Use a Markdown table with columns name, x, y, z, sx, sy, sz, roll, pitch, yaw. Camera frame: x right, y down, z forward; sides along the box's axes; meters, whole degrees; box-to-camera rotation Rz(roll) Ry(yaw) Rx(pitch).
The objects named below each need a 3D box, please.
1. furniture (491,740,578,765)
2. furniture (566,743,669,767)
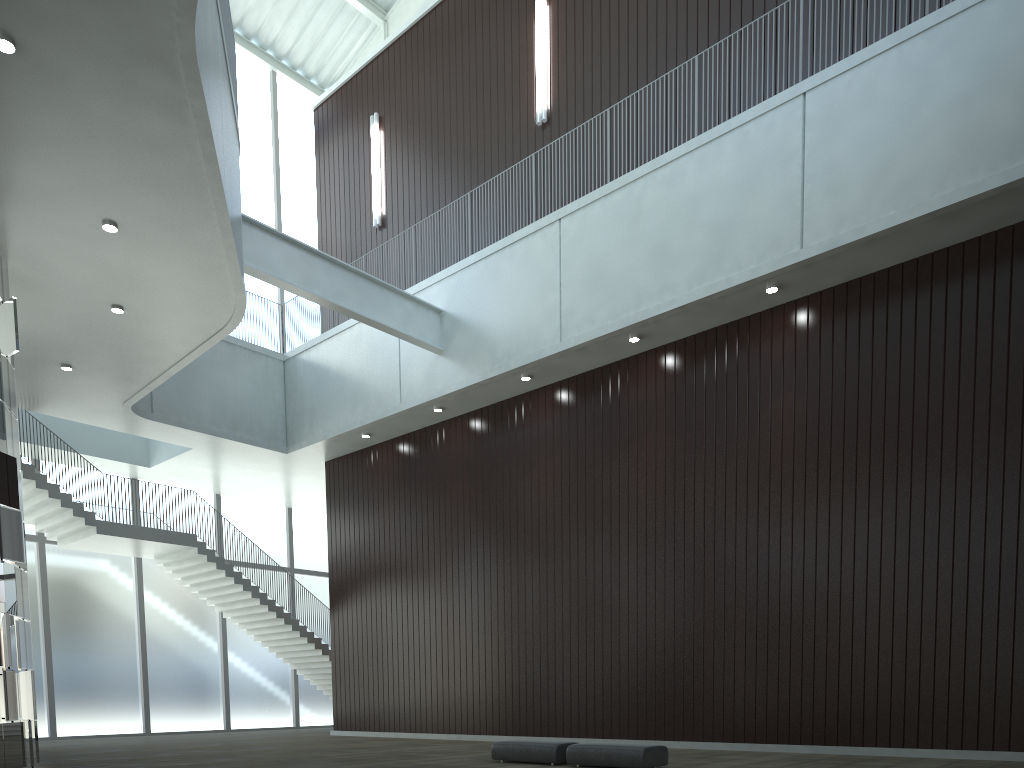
| name | x | y | z | sx | sy | sz | roll | pitch | yaw |
| --- | --- | --- | --- | --- | --- | --- | --- | --- | --- |
| furniture | 1.151 | 17.331 | 37.675 | 4.136 | 1.047 | 2.192 | -18 | -23 | 40 |
| furniture | 4.530 | 16.115 | 34.671 | 4.136 | 1.047 | 2.192 | -18 | -23 | 40 |
